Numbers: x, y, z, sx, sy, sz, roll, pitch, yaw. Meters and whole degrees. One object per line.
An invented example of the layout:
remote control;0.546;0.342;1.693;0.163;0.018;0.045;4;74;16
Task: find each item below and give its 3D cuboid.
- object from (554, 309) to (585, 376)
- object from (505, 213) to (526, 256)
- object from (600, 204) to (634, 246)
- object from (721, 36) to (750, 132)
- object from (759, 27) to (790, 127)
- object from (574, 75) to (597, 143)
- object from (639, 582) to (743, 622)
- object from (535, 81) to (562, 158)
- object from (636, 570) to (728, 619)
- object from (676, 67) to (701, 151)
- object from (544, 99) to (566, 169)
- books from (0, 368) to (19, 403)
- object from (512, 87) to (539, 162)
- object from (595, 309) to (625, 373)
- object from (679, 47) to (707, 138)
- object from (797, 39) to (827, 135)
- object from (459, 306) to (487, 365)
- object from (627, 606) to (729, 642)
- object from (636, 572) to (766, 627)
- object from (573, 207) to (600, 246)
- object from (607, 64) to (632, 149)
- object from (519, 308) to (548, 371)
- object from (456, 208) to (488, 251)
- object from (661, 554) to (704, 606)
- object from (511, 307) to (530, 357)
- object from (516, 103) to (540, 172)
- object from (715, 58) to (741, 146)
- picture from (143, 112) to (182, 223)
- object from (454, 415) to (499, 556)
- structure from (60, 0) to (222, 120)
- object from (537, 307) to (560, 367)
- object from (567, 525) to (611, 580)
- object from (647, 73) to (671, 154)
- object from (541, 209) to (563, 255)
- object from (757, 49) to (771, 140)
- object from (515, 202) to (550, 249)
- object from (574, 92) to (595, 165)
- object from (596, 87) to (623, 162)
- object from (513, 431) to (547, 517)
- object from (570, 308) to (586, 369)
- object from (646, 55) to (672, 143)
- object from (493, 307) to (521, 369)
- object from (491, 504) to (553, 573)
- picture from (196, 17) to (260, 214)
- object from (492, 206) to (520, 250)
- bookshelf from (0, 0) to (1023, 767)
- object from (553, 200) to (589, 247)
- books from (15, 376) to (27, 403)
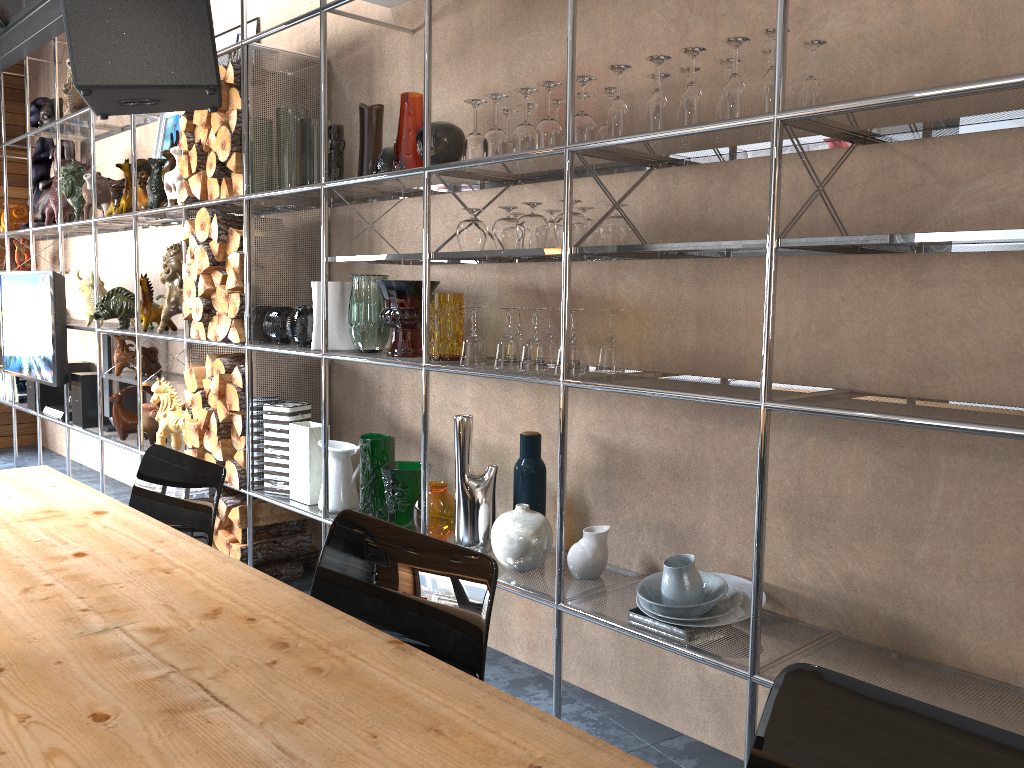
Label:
object;0.151;-0.110;2.319;0.081;0.170;0.081;-1;6;-17
object;0.010;-0.451;2.675;0.092;0.124;0.092;-1;6;-17
object;0.282;-0.418;2.386;0.092;0.124;0.092;-1;6;-17
object;0.482;-0.646;1.922;0.060;0.191;0.060;-1;6;-17
object;0.545;-0.639;1.855;0.060;0.191;0.060;-1;6;-17
object;0.178;-0.681;2.251;0.071;0.184;0.070;3;6;23
object;0.436;0.528;2.165;0.246;0.052;0.249;-3;7;-35
object;0.095;-0.688;2.315;0.071;0.184;0.070;3;6;23
object;0.409;0.513;2.139;0.215;0.080;0.218;-3;7;-35
object;0.429;-0.672;2.171;0.060;0.191;0.060;-1;6;-17
object;0.127;-0.708;2.519;0.071;0.184;0.070;3;6;23
books;-3.483;0.005;6.240;0.139;0.208;0.461;-4;8;-43
object;0.036;-0.697;2.390;0.071;0.184;0.070;3;6;23
object;0.270;-0.118;2.416;0.081;0.170;0.081;-1;6;-17
object;0.406;-0.656;2.003;0.060;0.191;0.060;-1;6;-17
object;0.651;-0.645;1.935;0.060;0.191;0.060;-1;6;-17
object;-0.113;-0.142;2.599;0.081;0.170;0.081;-1;6;-17
object;0.405;0.563;2.145;0.184;0.024;0.184;-4;8;-43
object;0.461;0.530;2.177;0.308;0.058;0.311;-3;7;-35
object;0.200;-0.428;2.474;0.092;0.124;0.092;-1;6;-17
object;0.258;-0.673;2.160;0.060;0.191;0.060;-1;6;-17
object;0.060;-0.123;2.427;0.081;0.170;0.081;6;8;42
object;-0.115;-0.442;2.565;0.092;0.124;0.092;-1;6;-17
object;0.412;0.479;2.138;0.098;0.136;0.101;4;6;30
object;0.019;-0.149;2.685;0.081;0.170;0.081;-1;6;-17
object;0.047;-0.715;2.579;0.071;0.184;0.070;3;6;23
object;0.506;-0.663;2.090;0.060;0.191;0.060;0;6;-7
picture;-1.749;-1.161;4.585;0.136;0.625;0.544;-4;8;-43
object;-0.107;0.305;2.659;0.129;0.420;0.129;-4;7;-39
structure;-1.230;-1.279;2.931;0.506;0.744;0.460;-1;6;-18
object;0.106;-0.139;2.597;0.081;0.170;0.081;6;8;42
object;0.214;0.468;2.471;0.102;0.142;0.100;4;6;26
object;0.368;-0.679;2.236;0.060;0.191;0.060;-1;6;-17
object;0.114;-0.439;2.565;0.092;0.124;0.092;-1;6;-17
object;0.582;-0.653;2.008;0.060;0.191;0.060;-1;6;-17
object;0.055;-0.421;2.375;0.092;0.124;0.092;-1;6;-17
object;0.191;-0.699;2.435;0.071;0.184;0.070;3;6;23
object;0.260;-0.691;2.372;0.071;0.184;0.070;3;6;23
object;0.054;0.330;2.679;0.099;0.372;0.099;1;6;6
object;0.170;-0.129;2.507;0.081;0.170;0.081;6;8;42
object;0.340;-0.664;2.073;0.060;0.191;0.060;-1;6;-17
object;-0.011;-0.132;2.511;0.081;0.170;0.081;6;8;42
object;0.028;0.437;2.522;0.177;0.188;0.177;1;6;-2
picture;-1.340;-1.235;4.181;0.090;0.863;0.530;-4;8;-43
object;-0.010;-0.434;2.494;0.092;0.124;0.092;-1;6;-17
bookshelf;0.113;-2.150;2.338;0.421;6.218;10.740;-4;8;-43
object;0.153;-0.412;2.302;0.092;0.124;0.092;-1;6;-17
books;-3.329;0.033;6.099;0.138;0.185;0.081;-4;8;-43
